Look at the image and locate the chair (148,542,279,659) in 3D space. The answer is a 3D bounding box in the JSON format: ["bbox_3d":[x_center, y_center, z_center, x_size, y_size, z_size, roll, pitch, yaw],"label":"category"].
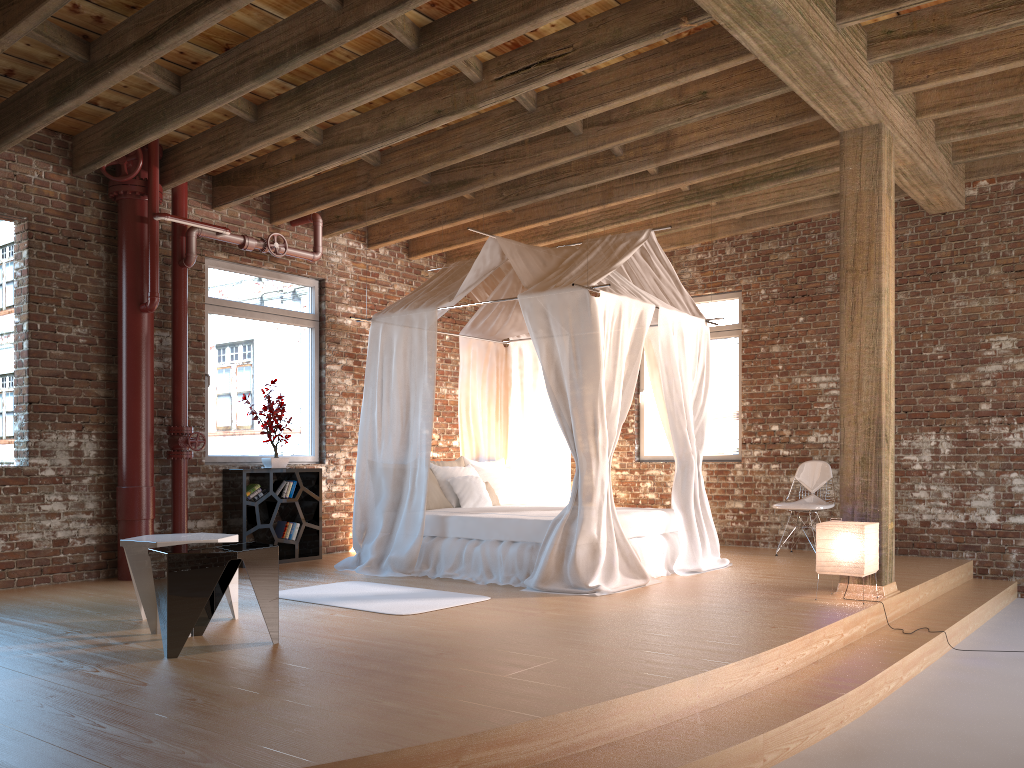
[{"bbox_3d":[-1.475,1.053,4.369,0.621,0.490,0.532,0,-3,-9],"label":"chair"}]

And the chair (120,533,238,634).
[{"bbox_3d":[-1.860,1.106,4.958,0.535,0.490,0.618,0,-3,1],"label":"chair"}]

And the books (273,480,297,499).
[{"bbox_3d":[-2.071,0.948,7.937,0.132,0.166,0.247,-2,-4,38],"label":"books"}]

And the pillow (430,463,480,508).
[{"bbox_3d":[-0.451,0.904,7.962,0.345,0.403,0.619,-2,-4,35],"label":"pillow"}]

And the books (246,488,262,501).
[{"bbox_3d":[-2.278,0.960,7.670,0.132,0.109,0.156,-3,-4,37],"label":"books"}]

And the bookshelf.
[{"bbox_3d":[-2.146,1.185,7.952,0.289,0.845,0.867,-1,-2,38],"label":"bookshelf"}]

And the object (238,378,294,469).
[{"bbox_3d":[-2.176,0.339,7.891,0.392,0.840,0.420,-1,-1,33],"label":"object"}]

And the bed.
[{"bbox_3d":[0.206,-0.375,7.468,2.635,3.881,2.529,-1,-2,37],"label":"bed"}]

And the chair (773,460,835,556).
[{"bbox_3d":[2.801,1.177,8.410,0.530,0.897,0.581,-1,-2,37],"label":"chair"}]

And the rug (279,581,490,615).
[{"bbox_3d":[-0.918,1.419,5.913,1.416,0.007,0.872,-4,-6,38],"label":"rug"}]

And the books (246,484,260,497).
[{"bbox_3d":[-2.287,0.923,7.659,0.132,0.109,0.156,-3,-4,37],"label":"books"}]

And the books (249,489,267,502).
[{"bbox_3d":[-2.242,0.975,7.716,0.132,0.114,0.159,-2,-4,37],"label":"books"}]

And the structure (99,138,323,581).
[{"bbox_3d":[-2.435,-0.172,7.380,0.570,3.463,2.024,0,-1,37],"label":"structure"}]

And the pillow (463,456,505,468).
[{"bbox_3d":[-0.239,0.945,8.558,0.205,0.498,0.640,-1,-3,38],"label":"pillow"}]

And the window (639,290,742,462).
[{"bbox_3d":[1.943,-0.051,9.665,1.299,1.848,0.174,-1,-1,37],"label":"window"}]

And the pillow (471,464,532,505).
[{"bbox_3d":[-0.086,0.979,8.444,0.289,0.432,0.637,-1,-3,38],"label":"pillow"}]

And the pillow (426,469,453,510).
[{"bbox_3d":[-0.816,0.902,7.491,0.354,0.414,0.620,-2,-4,35],"label":"pillow"}]

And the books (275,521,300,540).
[{"bbox_3d":[-2.037,1.328,7.980,0.132,0.181,0.206,-2,-3,38],"label":"books"}]

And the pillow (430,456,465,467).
[{"bbox_3d":[-0.613,0.900,8.078,0.206,0.494,0.640,-1,-3,38],"label":"pillow"}]

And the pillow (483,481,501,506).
[{"bbox_3d":[-0.244,0.996,8.010,0.160,0.233,0.292,-1,-3,36],"label":"pillow"}]

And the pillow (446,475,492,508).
[{"bbox_3d":[-0.368,0.954,7.795,0.391,0.291,0.211,3,-3,-43],"label":"pillow"}]

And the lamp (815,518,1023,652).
[{"bbox_3d":[2.623,1.245,5.476,1.369,0.780,0.364,-2,-2,29],"label":"lamp"}]

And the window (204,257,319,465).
[{"bbox_3d":[-2.311,-0.166,8.132,0.166,1.848,1.362,0,-1,38],"label":"window"}]
